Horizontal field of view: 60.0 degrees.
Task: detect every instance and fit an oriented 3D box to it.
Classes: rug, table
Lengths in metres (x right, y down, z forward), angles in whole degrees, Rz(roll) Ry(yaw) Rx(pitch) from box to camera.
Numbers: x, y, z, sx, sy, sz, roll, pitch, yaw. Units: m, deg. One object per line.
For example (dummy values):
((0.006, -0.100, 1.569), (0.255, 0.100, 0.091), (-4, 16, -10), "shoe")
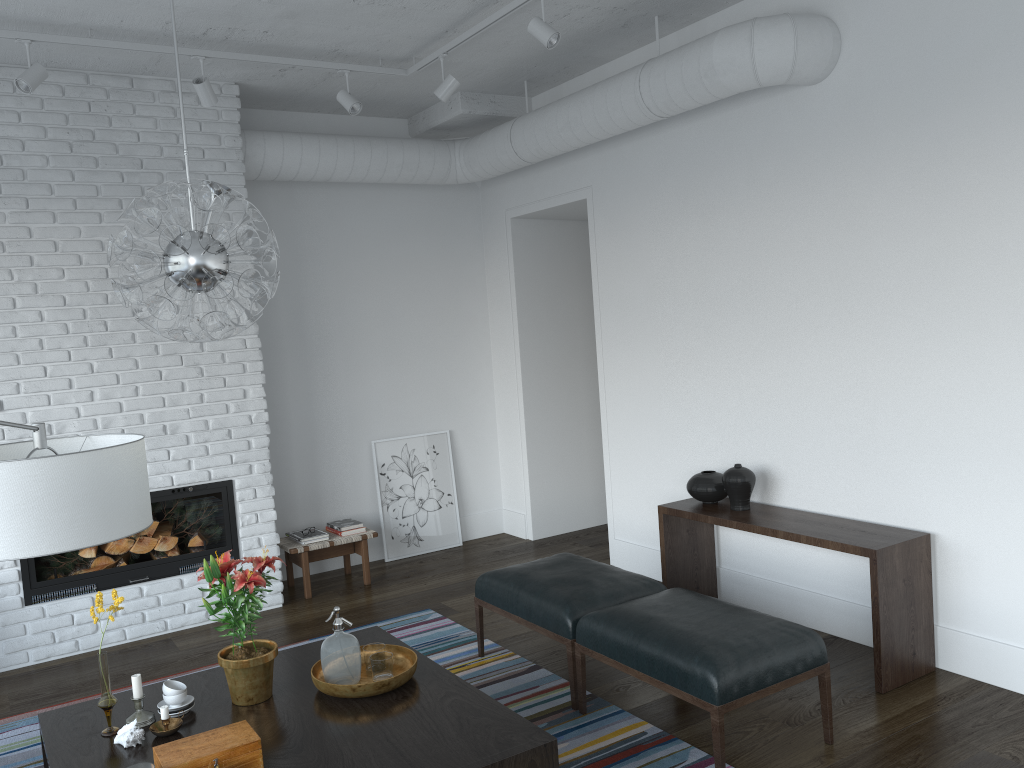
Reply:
((-0.650, 1.513, 2.969), (2.735, 0.012, 3.760), (-7, 5, -32), "rug")
((-1.238, 1.186, 5.947), (0.605, 0.345, 0.405), (-7, 5, -32), "table")
((1.336, 0.966, 4.385), (0.375, 0.617, 1.362), (-7, 5, -32), "table")
((-0.761, 1.320, 2.937), (1.306, 0.394, 1.362), (-7, 5, -32), "table")

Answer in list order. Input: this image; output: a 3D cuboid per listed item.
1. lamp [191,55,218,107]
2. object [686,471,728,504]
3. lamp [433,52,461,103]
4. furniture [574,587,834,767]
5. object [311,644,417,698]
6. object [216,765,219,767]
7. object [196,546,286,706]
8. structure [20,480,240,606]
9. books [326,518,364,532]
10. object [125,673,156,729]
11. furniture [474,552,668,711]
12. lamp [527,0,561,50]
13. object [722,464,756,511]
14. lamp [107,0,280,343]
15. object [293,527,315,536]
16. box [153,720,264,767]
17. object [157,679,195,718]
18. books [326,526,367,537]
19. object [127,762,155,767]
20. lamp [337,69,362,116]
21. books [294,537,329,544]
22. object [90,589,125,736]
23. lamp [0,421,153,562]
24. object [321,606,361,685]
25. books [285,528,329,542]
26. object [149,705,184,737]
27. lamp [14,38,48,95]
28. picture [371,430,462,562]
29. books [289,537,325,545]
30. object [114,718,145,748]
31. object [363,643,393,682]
((-1.592, -1.572, 4.565), (0.097, 0.285, 0.154), (-4, 4, 8), "lamp")
((1.072, 0.560, 4.817), (0.245, 0.168, 0.245), (-7, 5, -40), "object")
((-0.362, -1.679, 4.833), (0.154, 0.285, 0.104), (-4, 4, 8), "lamp")
((0.732, 1.140, 3.528), (0.583, 0.476, 0.827), (-7, 5, -32), "furniture")
((-0.534, 1.050, 3.229), (0.383, 0.068, 0.383), (-3, 4, 11), "object")
((-0.817, 1.101, 2.471), (0.103, 0.077, 0.103), (-2, 5, 30), "object")
((-0.944, 0.844, 3.101), (0.275, 0.558, 0.284), (-3, 4, 20), "object")
((-2.315, 0.914, 5.340), (1.168, 0.578, 0.675), (-7, 5, -32), "structure")
((-1.135, 0.957, 6.030), (0.173, 0.025, 0.238), (-7, 5, -34), "books")
((-1.271, 1.066, 3.014), (0.098, 0.174, 0.098), (-7, 5, -37), "object")
((0.280, 1.121, 4.249), (0.584, 0.478, 0.828), (-7, 5, -32), "furniture")
((0.139, -1.658, 4.015), (0.154, 0.285, 0.094), (-2, 5, 31), "lamp")
((1.181, 0.533, 4.612), (0.171, 0.236, 0.171), (-6, 4, -27), "object")
((-1.110, -0.912, 2.984), (0.552, 1.546, 0.552), (-8, 6, -44), "lamp")
((-1.375, 0.972, 5.866), (0.093, 0.038, 0.134), (-2, 4, 25), "object")
((-0.897, 1.107, 2.622), (0.294, 0.093, 0.169), (-7, 5, -32), "box")
((-1.167, 1.084, 3.074), (0.121, 0.113, 0.124), (-5, 4, -12), "object")
((-1.128, 0.985, 6.026), (0.185, 0.032, 0.267), (-7, 5, -34), "books")
((-1.018, 1.118, 2.433), (0.117, 0.116, 0.106), (-1, 5, 38), "object")
((-0.921, -1.649, 4.979), (0.154, 0.285, 0.093), (-1, 5, 36), "lamp")
((-1.346, 1.012, 5.862), (0.171, 0.011, 0.306), (-7, 5, -33), "books")
((-1.329, 0.926, 2.951), (0.121, 0.470, 0.120), (-5, 4, -16), "object")
((-1.040, 0.795, 1.162), (0.432, 1.738, 2.162), (-4, 4, 2), "lamp")
((-0.623, 0.946, 3.212), (0.143, 0.288, 0.143), (-2, 5, 30), "object")
((-1.354, 0.998, 5.869), (0.202, 0.019, 0.280), (-7, 5, -34), "books")
((-1.138, 1.102, 2.914), (0.102, 0.098, 0.102), (-4, 4, 7), "object")
((-2.257, -1.496, 4.150), (0.090, 0.285, 0.154), (-2, 4, 26), "lamp")
((-0.703, 0.823, 6.615), (0.637, 0.884, 0.093), (-7, 5, -32), "picture")
((-1.349, 1.022, 5.873), (0.172, 0.011, 0.273), (-7, 5, -33), "books")
((-1.239, 1.128, 2.869), (0.124, 0.078, 0.069), (-1, 5, 40), "object")
((-0.493, 1.030, 3.275), (0.085, 0.089, 0.195), (-6, 4, -22), "object")
